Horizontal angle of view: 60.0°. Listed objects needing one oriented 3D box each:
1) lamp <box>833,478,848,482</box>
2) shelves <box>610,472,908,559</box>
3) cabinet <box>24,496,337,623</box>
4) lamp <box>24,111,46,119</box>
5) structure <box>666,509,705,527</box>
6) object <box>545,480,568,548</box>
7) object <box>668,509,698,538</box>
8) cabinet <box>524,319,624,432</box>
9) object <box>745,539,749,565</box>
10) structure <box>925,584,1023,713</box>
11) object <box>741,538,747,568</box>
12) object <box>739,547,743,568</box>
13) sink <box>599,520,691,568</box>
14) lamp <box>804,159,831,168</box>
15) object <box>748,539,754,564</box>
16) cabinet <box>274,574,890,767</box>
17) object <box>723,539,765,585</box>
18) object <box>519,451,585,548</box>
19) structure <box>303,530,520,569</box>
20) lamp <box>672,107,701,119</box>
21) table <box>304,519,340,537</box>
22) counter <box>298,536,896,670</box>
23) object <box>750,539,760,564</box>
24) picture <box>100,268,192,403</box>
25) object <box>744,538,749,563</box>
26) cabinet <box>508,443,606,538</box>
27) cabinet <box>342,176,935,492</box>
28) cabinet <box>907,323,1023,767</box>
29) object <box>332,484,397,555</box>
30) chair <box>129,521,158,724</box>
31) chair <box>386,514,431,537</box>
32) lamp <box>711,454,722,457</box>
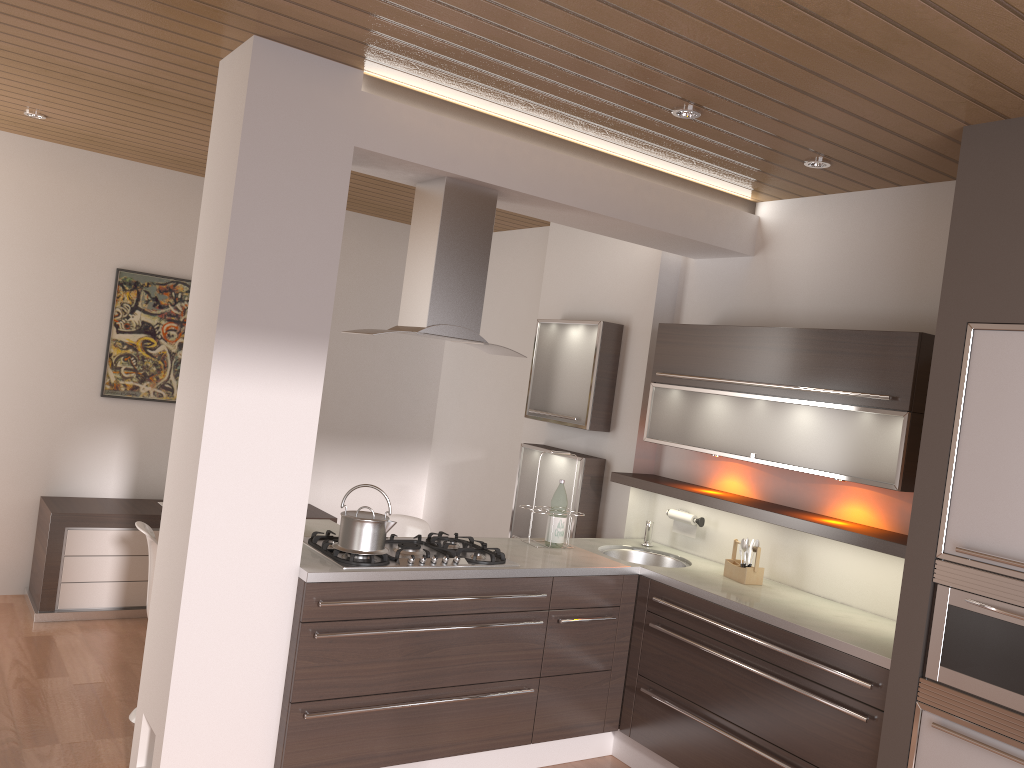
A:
[{"bbox_3d":[1.371,0.397,3.699,0.056,0.018,0.056,8,1,28],"label":"lamp"},{"bbox_3d":[1.161,0.575,3.967,0.313,0.050,1.850,7,1,-34],"label":"shelves"},{"bbox_3d":[-2.028,1.079,5.588,1.740,0.608,0.540,7,1,-34],"label":"cabinet"},{"bbox_3d":[-2.445,-1.402,4.551,0.102,0.055,0.102,8,1,39],"label":"lamp"},{"bbox_3d":[0.896,0.678,4.507,0.087,0.049,0.237,7,1,-34],"label":"structure"},{"bbox_3d":[0.219,0.616,4.226,0.091,0.319,0.091,7,0,1],"label":"object"},{"bbox_3d":[0.863,0.708,4.505,0.053,0.119,0.165,7,1,-35],"label":"object"},{"bbox_3d":[0.296,-0.068,5.053,0.619,0.600,0.172,8,1,41],"label":"cabinet"},{"bbox_3d":[1.048,0.790,3.961,0.023,0.196,0.018,7,1,-32],"label":"object"},{"bbox_3d":[1.502,0.814,2.612,0.049,0.301,0.569,7,1,-34],"label":"structure"},{"bbox_3d":[1.032,0.784,3.953,0.042,0.192,0.040,8,1,12],"label":"object"},{"bbox_3d":[1.031,0.796,3.981,0.044,0.178,0.019,8,1,31],"label":"object"},{"bbox_3d":[0.632,0.851,4.328,0.450,0.347,0.494,7,1,-28],"label":"sink"},{"bbox_3d":[1.234,-0.910,3.575,0.102,0.055,0.102,7,1,-6],"label":"lamp"},{"bbox_3d":[1.061,0.791,3.979,0.020,0.196,0.017,7,1,-11],"label":"object"},{"bbox_3d":[0.293,1.270,3.449,2.150,0.870,1.850,7,1,-34],"label":"cabinet"},{"bbox_3d":[1.056,0.804,4.018,0.100,0.170,0.173,7,1,-23],"label":"object"},{"bbox_3d":[0.201,0.549,4.272,0.291,0.453,0.210,7,1,-29],"label":"object"},{"bbox_3d":[-0.426,0.676,3.671,0.797,0.047,0.494,7,1,-34],"label":"structure"},{"bbox_3d":[0.624,-0.987,3.155,0.102,0.055,0.102,8,1,28],"label":"lamp"},{"bbox_3d":[-1.090,1.137,4.288,0.800,0.758,1.100,7,1,-34],"label":"table"},{"bbox_3d":[0.352,0.821,3.446,2.150,0.036,1.850,7,1,-34],"label":"counter"},{"bbox_3d":[1.077,0.790,3.973,0.042,0.192,0.040,8,1,14],"label":"object"},{"bbox_3d":[-1.967,-0.253,5.833,1.277,0.801,0.018,7,1,-34],"label":"picture"},{"bbox_3d":[1.051,0.790,3.984,0.018,0.196,0.022,7,1,-33],"label":"object"},{"bbox_3d":[0.237,0.680,5.108,0.194,0.600,0.598,7,1,-34],"label":"cabinet"},{"bbox_3d":[0.542,-0.240,3.535,2.058,1.032,1.399,7,1,-30],"label":"cabinet"},{"bbox_3d":[1.902,0.848,2.164,1.047,1.948,1.796,7,1,-34],"label":"cabinet"},{"bbox_3d":[-0.566,0.511,3.420,0.221,0.251,0.221,7,1,-42],"label":"object"},{"bbox_3d":[-1.403,1.055,3.950,0.608,0.847,0.491,7,1,-29],"label":"chair"},{"bbox_3d":[-0.738,1.136,4.634,0.491,0.847,0.608,8,1,26],"label":"chair"},{"bbox_3d":[0.986,0.341,4.269,0.056,0.018,0.056,8,1,28],"label":"lamp"}]
